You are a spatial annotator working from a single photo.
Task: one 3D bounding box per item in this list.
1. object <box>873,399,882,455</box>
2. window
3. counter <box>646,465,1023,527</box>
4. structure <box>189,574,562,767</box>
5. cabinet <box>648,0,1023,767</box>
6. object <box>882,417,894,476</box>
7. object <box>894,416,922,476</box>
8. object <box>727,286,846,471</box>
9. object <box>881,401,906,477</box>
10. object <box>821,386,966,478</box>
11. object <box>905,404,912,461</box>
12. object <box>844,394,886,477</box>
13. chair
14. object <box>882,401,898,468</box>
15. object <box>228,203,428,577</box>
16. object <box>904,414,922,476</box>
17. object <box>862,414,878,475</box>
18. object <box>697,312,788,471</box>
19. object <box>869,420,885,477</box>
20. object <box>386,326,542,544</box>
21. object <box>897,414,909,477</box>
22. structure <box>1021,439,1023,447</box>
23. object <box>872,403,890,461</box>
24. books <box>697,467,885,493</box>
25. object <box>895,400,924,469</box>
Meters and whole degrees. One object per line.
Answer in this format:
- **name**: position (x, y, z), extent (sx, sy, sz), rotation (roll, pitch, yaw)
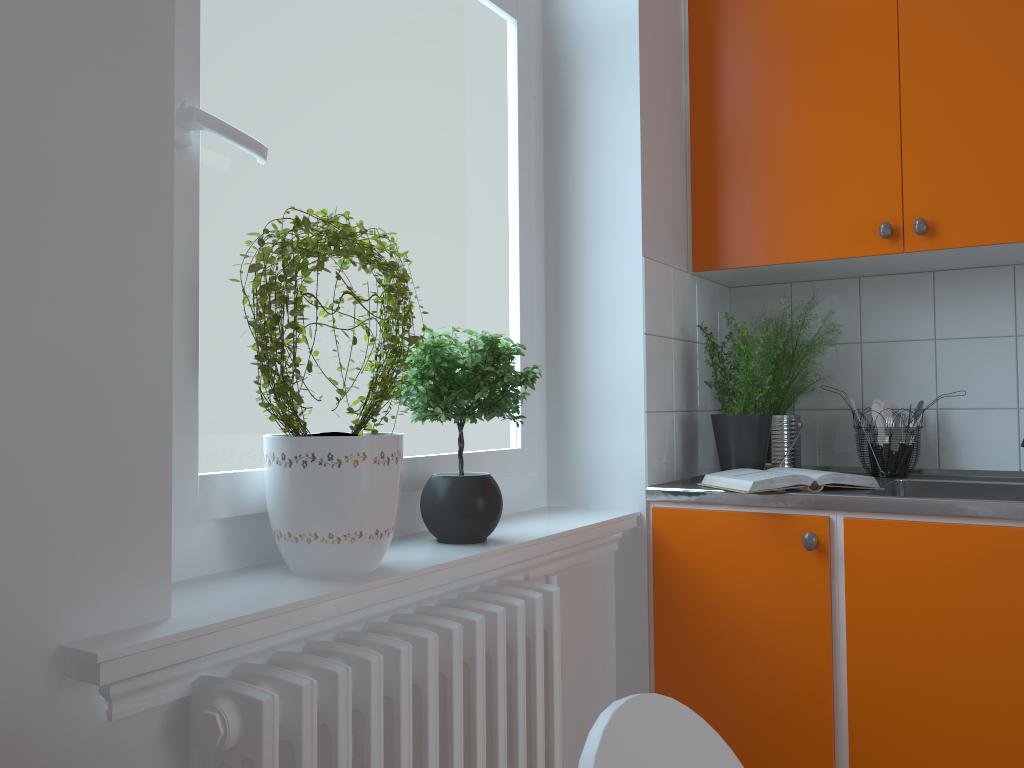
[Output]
- **object**: position (0.996, 0.142, 2.397), extent (0.025, 0.203, 0.054), rotation (-1, -2, 14)
- **window**: position (-0.230, -0.668, 1.728), extent (0.112, 1.930, 1.264), rotation (-2, -2, 31)
- **counter**: position (1.829, 0.261, 1.551), extent (3.159, 0.132, 0.669), rotation (-1, -2, 32)
- **structure**: position (0.048, 0.697, 1.724), extent (0.208, 0.661, 1.633), rotation (-2, -2, 31)
- **cabinet**: position (1.818, -0.095, 1.549), extent (3.160, 2.349, 0.692), rotation (-2, -2, 32)
- **object**: position (0.998, 0.166, 2.359), extent (0.021, 0.153, 0.084), rotation (-2, -3, 38)
- **object**: position (1.028, 0.162, 2.300), extent (0.078, 0.158, 0.020), rotation (-1, -2, 0)
- **object**: position (0.743, -0.008, 2.406), extent (0.330, 0.512, 0.278), rotation (-2, -2, 27)
- **object**: position (1.018, 0.142, 2.352), extent (0.076, 0.199, 0.132), rotation (-1, -2, 12)
- **object**: position (1.001, 0.122, 2.333), extent (0.331, 0.244, 0.172), rotation (-1, -2, 9)
- **object**: position (1.048, 0.147, 2.352), extent (0.059, 0.190, 0.018), rotation (1, -3, -38)
- **object**: position (0.925, 0.135, 2.327), extent (0.100, 0.218, 0.018), rotation (-2, -3, 32)
- **chair**: position (0.359, 0.625, 0.393), extent (0.652, 0.871, 0.499), rotation (-1, -2, 22)
- **object**: position (1.020, 0.143, 2.379), extent (0.022, 0.198, 0.075), rotation (0, -2, -5)
- **object**: position (-0.278, 0.001, 1.384), extent (0.218, 0.574, 0.382), rotation (-1, -2, 12)
- **object**: position (1.045, 0.158, 2.313), extent (0.055, 0.166, 0.020), rotation (-1, -2, 9)
- **object**: position (0.961, 0.163, 2.379), extent (0.020, 0.163, 0.070), rotation (-1, -2, 0)
- **object**: position (0.578, 0.032, 2.250), extent (0.154, 0.432, 0.194), rotation (1, -3, -35)
- **object**: position (0.971, 0.170, 2.359), extent (0.019, 0.146, 0.108), rotation (-1, -2, 12)
- **object**: position (-0.104, 0.091, 1.680), extent (0.308, 0.407, 0.273), rotation (0, -2, -8)
- **object**: position (1.027, 0.161, 2.330), extent (0.020, 0.163, 0.070), rotation (-2, -3, 35)
- **structure**: position (1.333, 0.177, 2.116), extent (0.204, 0.116, 0.048), rotation (-2, -2, 32)
- **object**: position (0.995, 0.147, 2.379), extent (0.024, 0.192, 0.088), rotation (0, -2, -3)
- **books**: position (0.638, 0.220, 2.052), extent (0.340, 0.040, 0.233), rotation (0, -2, -13)
- **object**: position (1.045, 0.142, 2.334), extent (0.075, 0.198, 0.024), rotation (-1, -2, 10)
